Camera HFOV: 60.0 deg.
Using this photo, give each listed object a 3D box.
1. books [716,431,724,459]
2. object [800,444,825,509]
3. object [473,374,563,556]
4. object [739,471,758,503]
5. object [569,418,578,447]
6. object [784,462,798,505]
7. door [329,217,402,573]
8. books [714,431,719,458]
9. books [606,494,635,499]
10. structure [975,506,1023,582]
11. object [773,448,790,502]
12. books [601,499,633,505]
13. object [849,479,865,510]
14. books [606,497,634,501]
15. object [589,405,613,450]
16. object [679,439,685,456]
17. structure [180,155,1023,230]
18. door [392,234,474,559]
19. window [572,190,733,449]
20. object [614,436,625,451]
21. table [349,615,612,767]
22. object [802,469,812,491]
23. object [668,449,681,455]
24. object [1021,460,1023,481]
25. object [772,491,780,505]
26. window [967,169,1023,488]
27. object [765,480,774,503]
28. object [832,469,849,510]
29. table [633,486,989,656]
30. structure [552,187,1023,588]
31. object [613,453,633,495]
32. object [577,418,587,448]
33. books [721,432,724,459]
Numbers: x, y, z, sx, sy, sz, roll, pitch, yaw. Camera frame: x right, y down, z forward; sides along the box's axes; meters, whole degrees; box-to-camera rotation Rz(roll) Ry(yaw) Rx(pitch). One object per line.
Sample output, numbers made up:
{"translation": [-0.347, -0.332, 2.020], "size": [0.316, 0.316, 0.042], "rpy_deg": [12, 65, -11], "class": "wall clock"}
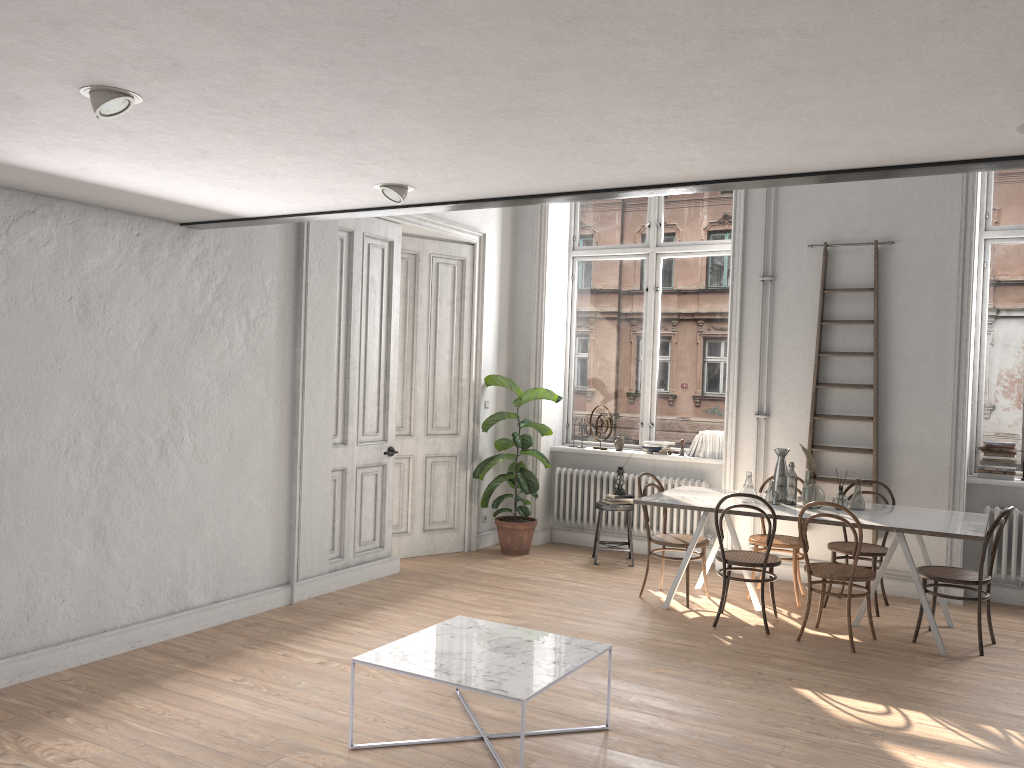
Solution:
{"translation": [1.888, 0.551, 8.035], "size": [0.019, 0.244, 0.174], "rpy_deg": [3, 1, 30], "class": "books"}
{"translation": [2.096, 0.639, 6.158], "size": [0.157, 0.446, 0.156], "rpy_deg": [1, 1, -42], "class": "object"}
{"translation": [2.140, 0.717, 6.677], "size": [5.826, 1.842, 0.792], "rpy_deg": [2, 1, 35], "class": "object"}
{"translation": [1.692, 0.737, 6.342], "size": [0.132, 0.219, 0.132], "rpy_deg": [2, 1, 19], "class": "object"}
{"translation": [0.615, 0.478, 8.772], "size": [0.095, 0.289, 0.095], "rpy_deg": [1, 1, -29], "class": "object"}
{"translation": [1.989, 0.706, 6.321], "size": [0.086, 0.301, 0.086], "rpy_deg": [2, 1, 15], "class": "object"}
{"translation": [-1.230, 0.115, 6.712], "size": [0.216, 2.815, 1.097], "rpy_deg": [3, 1, 31], "class": "door"}
{"translation": [1.880, 0.550, 8.064], "size": [0.024, 0.243, 0.175], "rpy_deg": [3, 1, 30], "class": "books"}
{"translation": [0.965, 1.001, 7.915], "size": [0.221, 0.027, 0.147], "rpy_deg": [2, 1, -28], "class": "books"}
{"translation": [4.277, 1.231, 6.482], "size": [1.577, 0.552, 0.194], "rpy_deg": [2, 1, 30], "class": "structure"}
{"translation": [1.960, 0.663, 6.466], "size": [0.116, 0.383, 0.116], "rpy_deg": [3, 1, 41], "class": "object"}
{"translation": [0.949, 1.049, 7.919], "size": [0.246, 0.034, 0.194], "rpy_deg": [2, 1, -20], "class": "books"}
{"translation": [2.402, 0.767, 6.161], "size": [0.101, 0.212, 0.101], "rpy_deg": [2, 1, -21], "class": "object"}
{"translation": [0.962, 1.023, 7.916], "size": [0.232, 0.029, 0.162], "rpy_deg": [2, 1, 0], "class": "books"}
{"translation": [0.866, 0.420, 8.587], "size": [0.087, 0.425, 0.347], "rpy_deg": [1, 1, -28], "class": "object"}
{"translation": [1.565, 0.585, 8.144], "size": [0.048, 0.153, 0.088], "rpy_deg": [2, 1, 0], "class": "object"}
{"translation": [-0.319, -1.452, 2.078], "size": [5.926, 1.213, 4.158], "rpy_deg": [2, 1, 30], "class": "structure"}
{"translation": [-0.800, 0.118, 7.805], "size": [1.097, 2.815, 0.216], "rpy_deg": [1, 1, -36], "class": "door"}
{"translation": [1.353, -0.820, 8.529], "size": [1.622, 2.843, 0.013], "rpy_deg": [2, 1, 30], "class": "window"}
{"translation": [1.026, 0.568, 8.491], "size": [0.100, 0.142, 0.102], "rpy_deg": [2, 1, 4], "class": "object"}
{"translation": [-0.118, 1.392, 3.971], "size": [0.849, 0.392, 0.849], "rpy_deg": [2, 1, 30], "class": "table"}
{"translation": [2.122, 0.734, 6.328], "size": [0.098, 0.255, 0.100], "rpy_deg": [2, 1, 6], "class": "object"}
{"translation": [1.517, 0.634, 8.236], "size": [0.153, 0.048, 0.088], "rpy_deg": [2, 1, -21], "class": "object"}
{"translation": [4.011, 0.503, 6.820], "size": [0.102, 0.488, 0.122], "rpy_deg": [1, 1, -36], "class": "object"}
{"translation": [1.870, 0.807, 6.279], "size": [0.058, 0.094, 0.058], "rpy_deg": [1, 1, -32], "class": "object"}
{"translation": [11.623, -4.801, 6.134], "size": [14.383, 15.938, 26.398], "rpy_deg": [2, 1, 30], "class": "window"}
{"translation": [1.865, 0.774, 6.390], "size": [0.083, 0.158, 0.083], "rpy_deg": [2, 1, 25], "class": "object"}
{"translation": [2.279, 0.727, 6.145], "size": [0.107, 0.283, 0.107], "rpy_deg": [2, 1, 25], "class": "object"}
{"translation": [2.071, 1.251, 6.224], "size": [2.200, 0.780, 1.100], "rpy_deg": [2, 1, 30], "class": "table"}
{"translation": [2.698, -0.586, 7.295], "size": [5.181, 4.474, 0.340], "rpy_deg": [2, 1, 30], "class": "structure"}
{"translation": [0.995, 0.798, 7.931], "size": [0.163, 0.383, 0.154], "rpy_deg": [2, 1, 3], "class": "object"}
{"translation": [0.688, 0.482, 8.664], "size": [0.095, 0.289, 0.095], "rpy_deg": [1, 1, -38], "class": "object"}
{"translation": [1.938, 0.553, 8.031], "size": [0.024, 0.243, 0.175], "rpy_deg": [3, 1, 30], "class": "books"}
